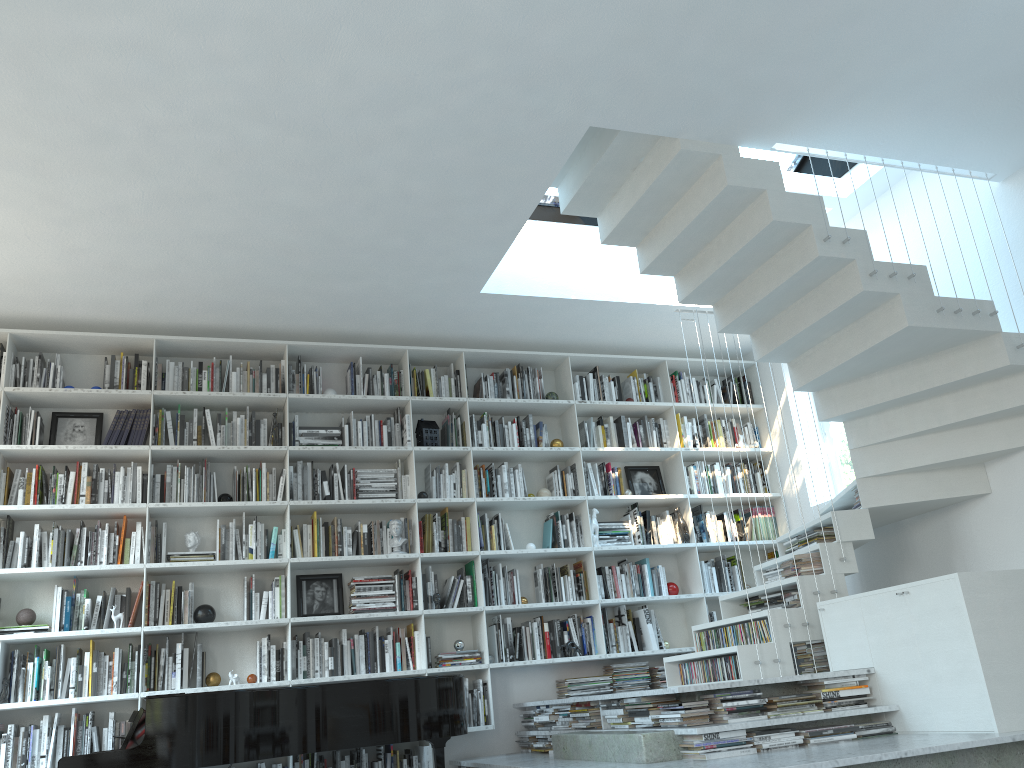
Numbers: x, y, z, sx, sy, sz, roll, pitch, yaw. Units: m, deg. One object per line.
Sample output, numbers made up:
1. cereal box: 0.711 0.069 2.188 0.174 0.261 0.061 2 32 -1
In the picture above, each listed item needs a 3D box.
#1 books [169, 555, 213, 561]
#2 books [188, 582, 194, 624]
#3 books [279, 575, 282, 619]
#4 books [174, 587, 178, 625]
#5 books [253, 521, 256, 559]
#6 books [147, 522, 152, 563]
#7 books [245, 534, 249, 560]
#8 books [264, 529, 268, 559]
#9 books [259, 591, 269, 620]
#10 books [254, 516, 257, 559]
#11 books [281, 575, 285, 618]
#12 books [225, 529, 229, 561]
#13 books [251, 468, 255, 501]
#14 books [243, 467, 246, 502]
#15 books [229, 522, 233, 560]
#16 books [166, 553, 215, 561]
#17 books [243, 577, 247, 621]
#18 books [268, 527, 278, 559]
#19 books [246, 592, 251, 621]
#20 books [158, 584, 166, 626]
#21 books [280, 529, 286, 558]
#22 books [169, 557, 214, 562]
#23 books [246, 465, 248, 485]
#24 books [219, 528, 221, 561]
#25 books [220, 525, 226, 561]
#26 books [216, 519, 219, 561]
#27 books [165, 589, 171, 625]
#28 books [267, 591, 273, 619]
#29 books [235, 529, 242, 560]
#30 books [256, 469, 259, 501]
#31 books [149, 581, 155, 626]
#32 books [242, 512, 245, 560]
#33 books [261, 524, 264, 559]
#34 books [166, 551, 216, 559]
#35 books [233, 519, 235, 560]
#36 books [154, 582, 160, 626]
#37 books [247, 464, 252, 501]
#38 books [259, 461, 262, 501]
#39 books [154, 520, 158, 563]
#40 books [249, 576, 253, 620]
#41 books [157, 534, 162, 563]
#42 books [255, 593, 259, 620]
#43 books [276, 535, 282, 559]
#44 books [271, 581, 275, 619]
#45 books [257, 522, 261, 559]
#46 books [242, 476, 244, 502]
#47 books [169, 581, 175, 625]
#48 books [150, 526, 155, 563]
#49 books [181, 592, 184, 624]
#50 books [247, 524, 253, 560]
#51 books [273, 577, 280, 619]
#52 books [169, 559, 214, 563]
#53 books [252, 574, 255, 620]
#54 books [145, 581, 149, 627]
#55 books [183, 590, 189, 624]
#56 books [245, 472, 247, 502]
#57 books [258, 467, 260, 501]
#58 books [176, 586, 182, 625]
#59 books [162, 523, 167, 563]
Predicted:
1. books: -2.021 1.102 5.585 0.254 0.012 0.161 3 -21 -22
2. books: -1.991 1.376 5.498 0.028 0.265 0.145 1 -21 -20
3. books: -1.486 1.377 5.659 0.011 0.278 0.188 1 -21 -20
4. books: -2.070 1.381 5.458 0.014 0.243 0.153 1 -21 -20
5. books: -1.667 1.034 5.721 0.012 0.264 0.193 1 -21 -20
6. books: -2.263 1.016 5.538 0.012 0.284 0.160 1 -21 -20
7. books: -1.717 1.078 5.718 0.025 0.188 0.140 1 -21 -20
8. books: -1.604 1.068 5.765 0.026 0.218 0.150 1 -21 -20
9. books: -1.576 1.420 5.620 0.057 0.188 0.156 1 -21 -20
10. books: -1.661 1.020 5.738 0.011 0.299 0.179 1 -21 -20
11. books: -1.472 1.377 5.668 0.021 0.280 0.162 1 -21 -20
12. books: -1.830 1.059 5.689 0.024 0.226 0.138 1 -21 -20
13. books: -1.702 0.696 5.832 0.013 0.243 0.189 1 -21 -20
14. books: -1.766 0.695 5.847 0.009 0.265 0.150 1 -21 -20
15. books: -1.805 1.035 5.690 0.022 0.266 0.152 1 -21 -20
16. books: -2.023 1.092 5.591 0.285 0.012 0.160 1 -21 -18
17. books: -1.688 1.373 5.602 0.012 0.284 0.160 1 -21 -20
18. books: -1.556 1.057 5.760 0.060 0.226 0.179 1 -21 -20
19. books: -1.664 1.418 5.588 0.025 0.185 0.154 1 -21 -20
20. books: -2.142 1.369 5.433 0.036 0.262 0.167 1 -21 -20
21. books: -1.496 1.071 5.800 0.026 0.216 0.127 1 -21 -20
22. books: -2.019 1.113 5.578 0.254 0.012 0.161 4 -22 -24
23. books: -1.751 0.688 5.844 0.005 0.274 0.157 1 -21 -20
24. books: -1.871 1.052 5.665 0.010 0.231 0.155 1 -21 -20
25. books: -1.847 1.039 5.658 0.030 0.246 0.175 1 -21 -20
26. books: -1.880 1.022 5.659 0.012 0.284 0.160 1 -21 -20
27. books: -2.113 1.387 5.440 0.025 0.227 0.153 1 -21 -20
28. books: -1.539 1.423 5.637 0.024 0.187 0.173 1 -21 -20
29. books: -1.760 1.058 5.703 0.048 0.224 0.150 1 -21 -20
30. books: -1.687 0.701 5.863 0.017 0.252 0.140 1 -21 -20
31. books: -2.197 1.358 5.419 0.025 0.283 0.146 1 -21 -20
32. books: -1.735 1.007 5.723 0.010 0.328 0.174 1 -21 -20
33. books: -1.628 1.050 5.763 0.022 0.255 0.152 1 -21 -20
34. books: -2.023 1.079 5.591 0.285 0.012 0.160 3 -22 -23
35. books: -1.786 1.023 5.689 0.012 0.285 0.168 1 -21 -20
36. books: -2.174 1.365 5.430 0.026 0.274 0.155 1 -21 -20
37. books: -1.737 0.687 5.862 0.033 0.286 0.156 1 -21 -20
38. books: -1.667 0.676 5.875 0.006 0.302 0.166 1 -21 -20
39. books: -2.234 1.015 5.562 0.011 0.296 0.136 1 -21 -20
40. books: -1.656 1.373 5.622 0.011 0.290 0.156 1 -21 -20
41. books: -2.205 1.054 5.546 0.034 0.209 0.137 1 -21 -20
42. books: -1.621 1.427 5.618 0.030 0.182 0.155 1 -21 -20
43. books: -1.519 1.086 5.783 0.027 0.180 0.142 1 -21 -20
44. books: -1.522 1.393 5.643 0.012 0.243 0.171 1 -21 -20
45. books: -1.643 1.040 5.738 0.023 0.259 0.171 1 -21 -20
46. books: -1.770 0.723 5.825 0.011 0.199 0.163 1 -21 -20
47. books: -2.084 1.359 5.438 0.026 0.273 0.190 1 -21 -20
48. books: -2.243 1.028 5.534 0.024 0.256 0.134 1 -21 -20
49. books: -2.029 1.398 5.462 0.011 0.207 0.181 1 -21 -20
50. books: -1.688 1.045 5.720 0.028 0.246 0.170 1 -21 -20
51. books: -1.506 1.384 5.660 0.027 0.268 0.179 1 -21 -20
52. books: -2.018 1.125 5.576 0.254 0.012 0.161 3 -22 -23
53. books: -1.644 1.370 5.624 0.012 0.297 0.166 1 -21 -20
54. books: -2.228 1.360 5.417 0.012 0.284 0.160 1 -21 -20
55. books: -2.010 1.393 5.467 0.028 0.215 0.175 1 -21 -20
56. books: -1.746 0.708 5.813 0.006 0.215 0.182 1 -21 -20
57. books: -1.677 0.695 5.868 0.004 0.264 0.142 1 -21 -20
58. books: -2.055 1.386 5.480 0.028 0.247 0.143 1 -21 -20
59. books: -2.181 1.020 5.561 0.021 0.276 0.137 1 -21 -20
